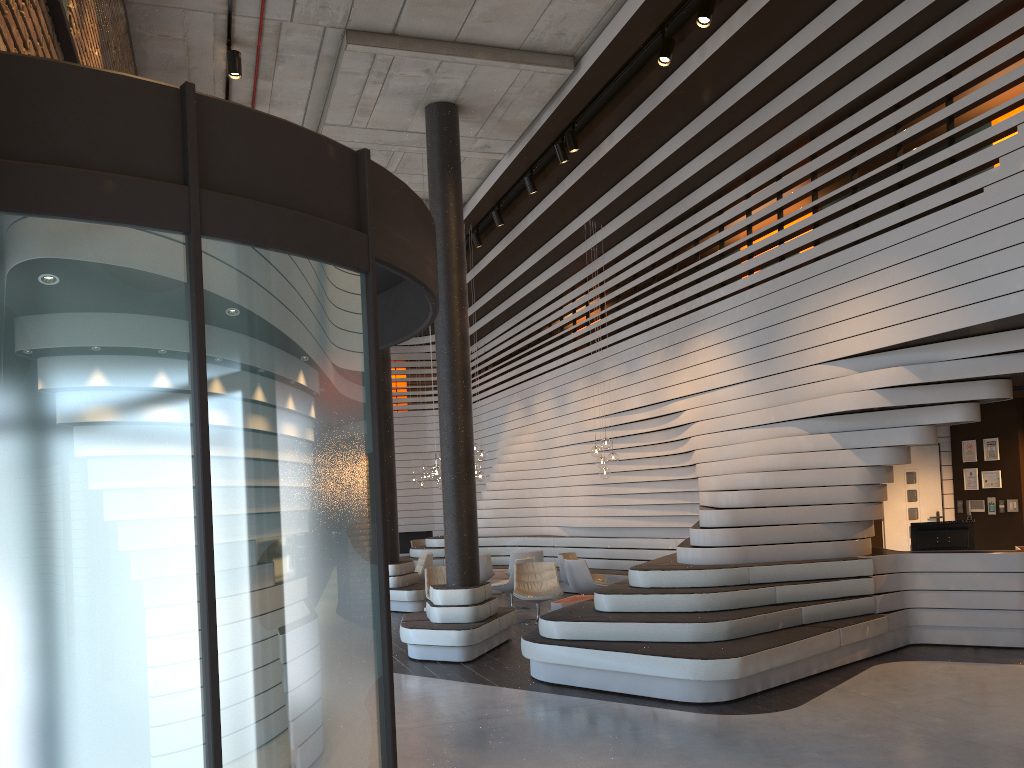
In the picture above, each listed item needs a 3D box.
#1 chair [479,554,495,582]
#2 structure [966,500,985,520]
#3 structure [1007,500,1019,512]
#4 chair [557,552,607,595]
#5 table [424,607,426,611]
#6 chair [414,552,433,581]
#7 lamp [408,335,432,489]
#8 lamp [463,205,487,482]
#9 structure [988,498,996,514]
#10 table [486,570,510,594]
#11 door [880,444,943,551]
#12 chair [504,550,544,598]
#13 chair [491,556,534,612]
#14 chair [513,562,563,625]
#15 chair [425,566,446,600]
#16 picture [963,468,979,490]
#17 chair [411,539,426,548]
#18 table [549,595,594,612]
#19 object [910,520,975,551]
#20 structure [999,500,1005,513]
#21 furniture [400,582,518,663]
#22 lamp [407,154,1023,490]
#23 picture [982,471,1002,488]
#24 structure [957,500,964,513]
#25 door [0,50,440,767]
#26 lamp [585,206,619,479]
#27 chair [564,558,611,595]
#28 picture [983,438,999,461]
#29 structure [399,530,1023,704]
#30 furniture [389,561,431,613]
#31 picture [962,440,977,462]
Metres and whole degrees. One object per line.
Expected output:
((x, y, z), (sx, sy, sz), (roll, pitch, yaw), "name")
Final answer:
((-0.609, 3.173, 14.533), (0.657, 0.763, 0.714), (-3, -4, 1), "chair")
((5.664, 1.548, 10.772), (0.026, 0.253, 0.260), (-2, -4, -21), "structure")
((5.832, 1.417, 10.264), (0.021, 0.142, 0.144), (-2, -4, -19), "structure")
((1.063, 2.943, 13.349), (0.716, 0.763, 0.655), (-5, -4, 26), "chair")
((-0.672, 2.920, 10.983), (0.902, 0.369, 0.418), (-1, -5, -16), "table")
((-1.694, 3.303, 15.153), (0.707, 0.763, 0.663), (-2, -4, -15), "chair")
((-2.187, 0.104, 20.498), (0.546, 4.659, 0.293), (-3, -1, 7), "lamp")
((-0.668, -0.813, 13.951), (0.308, 4.725, 0.666), (-2, -1, -10), "lamp")
((5.741, 1.459, 10.548), (0.012, 0.200, 0.106), (-2, -2, -19), "structure")
((-0.451, 3.480, 15.452), (0.909, 0.369, 0.414), (-4, -5, 14), "table")
((4.965, 1.785, 10.921), (0.966, 2.098, 0.164), (-2, -1, -18), "door")
((0.220, 3.157, 14.717), (0.654, 0.763, 0.717), (-2, -4, -11), "chair")
((-0.020, 2.955, 13.049), (0.715, 0.763, 0.656), (-4, -4, 21), "chair")
((0.340, 2.763, 11.678), (0.656, 0.763, 0.715), (-3, -4, -3), "chair")
((-0.831, 2.829, 11.765), (0.653, 0.763, 0.718), (-1, -4, -18), "chair")
((5.629, 1.167, 10.813), (0.014, 0.261, 0.204), (-2, -3, -19), "picture")
((-1.984, 3.996, 20.470), (0.718, 0.763, 0.653), (-7, -5, 44), "chair")
((0.779, 2.844, 10.919), (0.418, 0.369, 0.901), (-7, -8, 44), "table")
((4.468, 1.690, 9.147), (0.600, 0.552, 0.368), (-5, -4, 22), "object")
((5.785, 1.443, 10.405), (0.019, 0.146, 0.063), (-2, -2, -19), "structure")
((-0.749, 2.604, 9.850), (1.281, 0.719, 1.775), (-4, -7, 17), "furniture")
((2.122, -1.709, 6.521), (8.993, 4.593, 42.391), (-1, -7, -19), "lamp")
((5.725, 1.141, 10.531), (0.014, 0.201, 0.265), (-2, -5, -19), "picture")
((5.591, 1.528, 10.993), (0.009, 0.154, 0.087), (-2, -3, -19), "structure")
((-1.841, 0.842, 3.511), (3.192, 2.841, 3.283), (-2, -5, -12), "door")
((1.215, -0.964, 12.812), (0.336, 4.698, 0.529), (-3, -1, 33), "lamp")
((1.105, 2.810, 12.322), (0.707, 0.763, 0.663), (-1, -4, -19), "chair")
((5.716, 0.780, 10.517), (0.014, 0.261, 0.204), (-2, -3, -19), "picture")
((-0.007, 3.230, 15.830), (5.744, 0.923, 18.426), (0, -8, -22), "structure")
((-1.700, 3.184, 14.033), (1.792, 0.719, 1.269), (-8, -8, 42), "furniture")
((5.613, 0.824, 10.820), (0.014, 0.261, 0.204), (-2, -3, -19), "picture")
